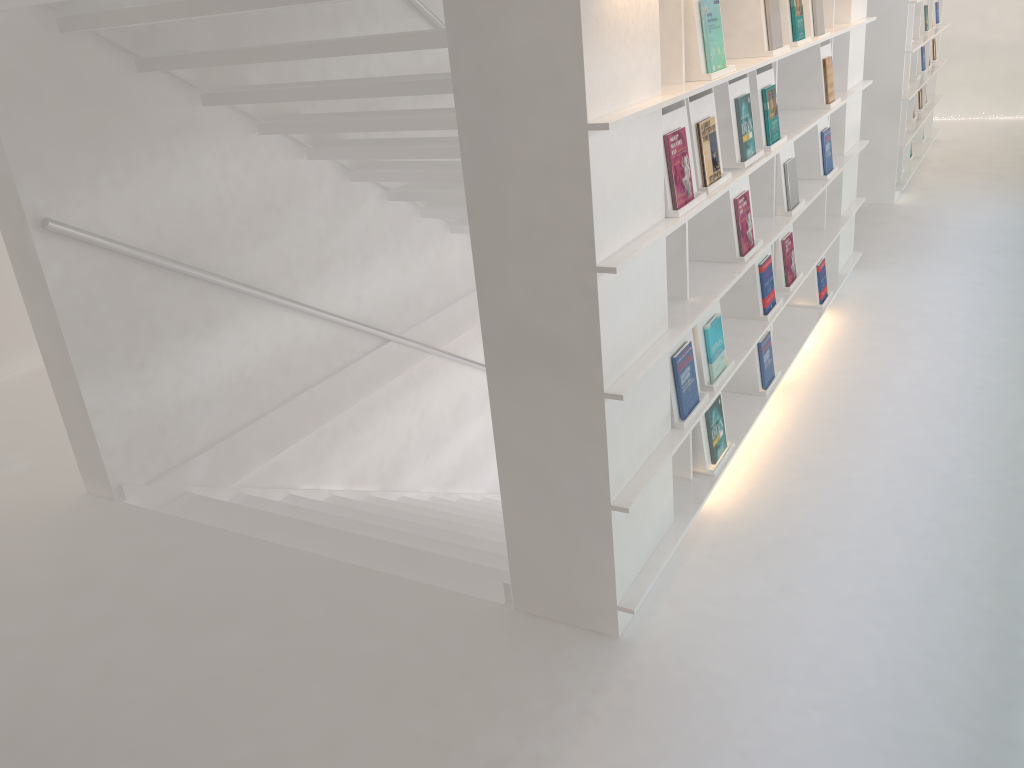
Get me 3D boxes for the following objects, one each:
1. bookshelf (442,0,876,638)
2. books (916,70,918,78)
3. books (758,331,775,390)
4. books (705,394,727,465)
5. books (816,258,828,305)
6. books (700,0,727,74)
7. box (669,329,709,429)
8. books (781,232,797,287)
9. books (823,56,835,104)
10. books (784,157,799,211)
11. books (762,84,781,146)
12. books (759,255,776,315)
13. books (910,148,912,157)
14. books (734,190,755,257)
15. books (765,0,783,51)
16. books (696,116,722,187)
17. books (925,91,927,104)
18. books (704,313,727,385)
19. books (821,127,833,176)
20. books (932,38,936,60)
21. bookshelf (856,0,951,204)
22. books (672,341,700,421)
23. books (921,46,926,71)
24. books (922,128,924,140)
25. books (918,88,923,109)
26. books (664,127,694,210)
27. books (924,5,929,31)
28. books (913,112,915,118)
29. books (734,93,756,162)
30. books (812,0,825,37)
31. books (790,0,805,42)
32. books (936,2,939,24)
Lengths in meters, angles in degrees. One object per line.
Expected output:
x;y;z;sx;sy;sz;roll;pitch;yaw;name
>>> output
0.976;-0.830;3.686;0.397;1.836;3.666;7;27;29;bookshelf
3.381;-2.677;7.434;0.037;0.210;0.145;7;27;29;books
1.059;-0.099;3.690;0.037;0.210;0.145;7;27;29;books
0.726;0.160;3.155;0.037;0.210;0.145;7;27;29;books
1.602;-0.529;4.581;0.037;0.210;0.145;7;27;29;books
0.597;-1.029;2.628;0.037;0.210;0.145;7;27;29;books
0.455;-0.060;2.824;0.274;0.296;0.245;7;27;29;box
1.205;-0.541;3.856;0.037;0.210;0.145;7;27;29;books
1.486;-1.420;4.157;0.037;0.210;0.145;7;27;29;books
1.178;-0.835;3.729;0.037;0.210;0.145;7;27;29;books
0.969;-1.002;3.311;0.037;0.210;0.145;7;27;29;books
1.028;-0.399;3.567;0.037;0.210;0.145;7;27;29;books
3.446;-2.072;7.690;0.037;0.210;0.145;7;27;29;books
0.830;-0.572;3.166;0.037;0.210;0.145;7;27;29;books
0.940;-1.306;3.186;0.037;0.210;0.145;7;27;29;books
0.615;-0.715;2.761;0.037;0.210;0.145;7;27;29;books
3.847;-2.721;8.265;0.037;0.210;0.145;7;27;29;books
0.695;-0.119;3.023;0.037;0.210;0.145;7;27;29;books
1.529;-1.127;4.298;0.037;0.210;0.145;7;27;29;books
4.084;-3.229;8.575;0.037;0.210;0.145;7;27;29;books
3.467;-2.793;7.633;0.498;1.836;2.984;7;27;29;bookshelf
0.545;-0.011;2.777;0.037;0.210;0.145;7;27;29;books
3.654;-2.887;7.874;0.037;0.210;0.145;7;27;29;books
3.879;-2.419;8.395;0.037;0.210;0.145;7;27;29;books
3.687;-2.591;8.004;0.037;0.210;0.145;7;27;29;books
0.474;-0.609;2.510;0.037;0.210;0.145;7;27;29;books
3.619;-3.195;7.743;0.037;0.210;0.145;7;27;29;books
3.413;-2.377;7.563;0.037;0.210;0.145;7;27;29;books
0.801;-0.881;3.044;0.037;0.210;0.145;7;27;29;books
1.309;-1.583;3.790;0.037;0.210;0.145;7;27;29;books
1.120;-1.450;3.477;0.037;0.210;0.145;7;27;29;books
4.051;-3.525;8.444;0.037;0.210;0.145;7;27;29;books
